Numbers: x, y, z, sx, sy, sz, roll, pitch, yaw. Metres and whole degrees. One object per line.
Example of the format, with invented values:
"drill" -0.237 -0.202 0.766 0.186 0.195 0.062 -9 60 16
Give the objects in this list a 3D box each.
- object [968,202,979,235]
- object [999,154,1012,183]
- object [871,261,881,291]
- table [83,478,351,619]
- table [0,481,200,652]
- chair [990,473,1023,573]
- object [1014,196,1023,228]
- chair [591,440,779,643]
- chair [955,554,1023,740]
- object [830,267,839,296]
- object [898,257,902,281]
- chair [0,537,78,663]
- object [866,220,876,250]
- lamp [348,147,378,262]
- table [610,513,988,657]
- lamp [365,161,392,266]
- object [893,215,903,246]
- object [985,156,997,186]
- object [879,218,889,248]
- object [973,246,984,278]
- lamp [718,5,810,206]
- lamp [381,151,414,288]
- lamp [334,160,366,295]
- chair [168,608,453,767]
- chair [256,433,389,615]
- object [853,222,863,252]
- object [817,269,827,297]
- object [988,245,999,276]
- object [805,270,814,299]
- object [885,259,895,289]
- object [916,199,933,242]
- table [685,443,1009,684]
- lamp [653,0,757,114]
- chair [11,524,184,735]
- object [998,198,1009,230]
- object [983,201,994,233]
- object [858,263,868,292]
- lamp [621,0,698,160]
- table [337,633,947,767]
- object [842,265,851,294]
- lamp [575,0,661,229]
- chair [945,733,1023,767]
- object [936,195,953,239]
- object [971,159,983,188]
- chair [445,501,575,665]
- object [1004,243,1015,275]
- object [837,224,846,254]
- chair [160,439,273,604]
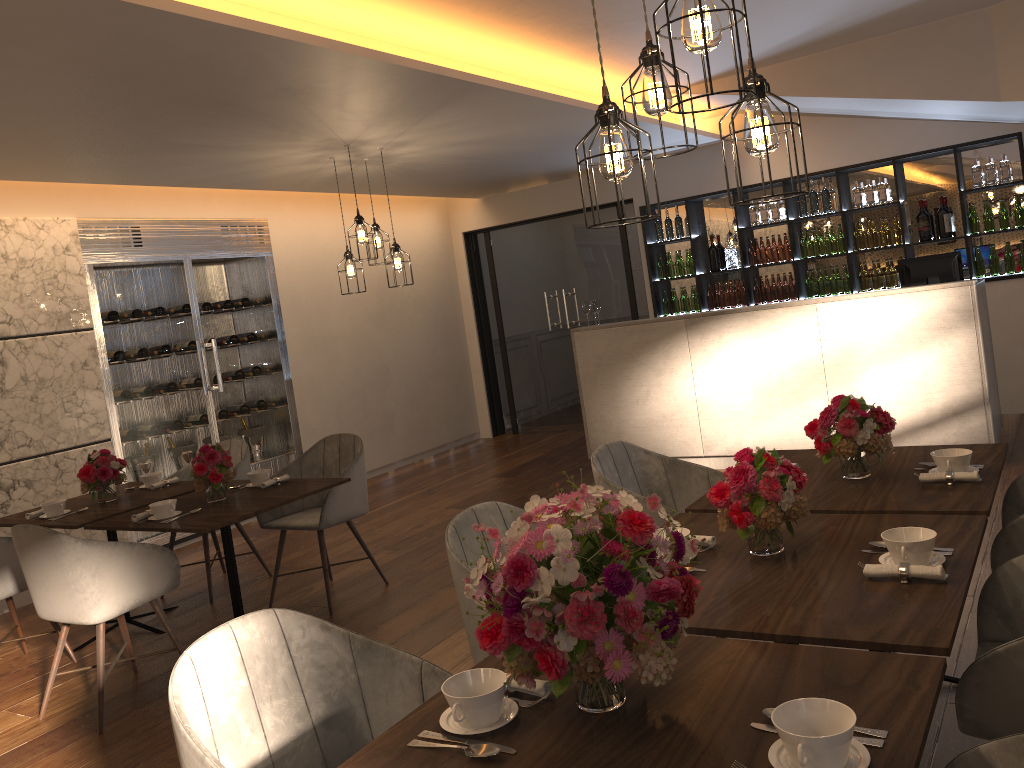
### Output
"object" 3.799 -1.365 7.305 0.065 0.263 0.066 -8 2 12
"object" 3.963 -1.732 7.118 0.070 0.235 0.041 -7 2 33
"object" 3.182 -0.949 7.751 0.065 0.261 0.066 -8 2 12
"table" -1.377 0.931 4.361 0.893 0.719 0.901 -6 5 33
"table" -2.178 0.999 4.880 0.893 0.719 0.901 -6 5 33
"chair" 1.763 0.552 2.710 0.524 0.871 0.568 -6 3 33
"object" 4.076 -1.388 7.126 0.065 0.261 0.066 -8 2 12
"chair" 0.645 0.649 3.413 0.524 0.871 0.568 -6 3 33
"chair" 1.264 0.697 1.920 0.524 0.871 0.568 -6 3 33
"object" 2.886 -0.924 7.943 0.065 0.261 0.066 -8 2 12
"object" 3.366 -0.965 7.632 0.065 0.261 0.066 -8 2 12
"chair" -2.583 1.030 4.355 0.563 0.871 0.529 -6 3 33
"object" 3.130 -1.307 7.739 0.065 0.261 0.066 -8 2 12
"lamp" -1.117 -1.839 5.810 0.174 2.067 0.176 -7 2 34
"table" 0.737 0.815 2.295 0.893 0.719 0.901 -6 5 33
"lamp" -1.106 -1.898 6.432 0.174 2.067 0.176 -7 2 34
"object" 3.315 -1.323 7.620 0.065 0.261 0.066 -8 2 12
"object" 3.879 -1.725 7.172 0.070 0.235 0.041 -7 2 33
"object" 3.222 -1.315 7.679 0.065 0.261 0.066 -8 2 12
"object" 3.851 -1.007 7.317 0.065 0.263 0.066 -8 2 12
"lamp" 0.465 -1.460 2.074 0.174 2.067 0.176 -7 2 34
"lamp" -0.915 -1.699 6.092 0.174 2.067 0.176 -7 2 34
"lamp" -1.253 -1.656 6.162 0.174 2.067 0.176 -7 2 34
"chair" -0.354 0.939 1.835 0.524 0.871 0.568 -6 3 33
"chair" -1.063 0.756 4.943 0.563 0.871 0.529 -6 3 33
"object" 3.038 -1.299 7.799 0.065 0.261 0.066 -8 2 12
"object" 2.794 -0.916 8.003 0.065 0.261 0.066 -8 2 12
"object" 3.944 -1.014 7.258 0.065 0.261 0.066 -8 2 12
"object" 2.702 -0.908 8.063 0.065 0.261 0.066 -8 2 12
"object" 3.274 -0.957 7.691 0.065 0.261 0.066 -8 2 12
"object" 3.477 -1.383 7.482 0.104 0.359 0.104 -8 2 -5
"table" 1.237 0.670 3.085 0.893 0.719 0.901 -6 5 33
"lamp" 0.263 -1.600 1.792 0.174 2.067 0.176 -7 2 34
"chair" -1.782 0.962 3.836 0.563 0.871 0.529 -6 3 33
"object" 3.984 -1.380 7.186 0.065 0.261 0.066 -8 2 12
"object" 3.892 -1.372 7.245 0.065 0.261 0.066 -8 2 12
"object" 3.090 -0.941 7.811 0.065 0.261 0.066 -8 2 12
"lamp" 0.274 -1.659 2.414 0.174 2.067 0.176 -7 2 34
"table" 0.238 0.960 1.506 0.893 0.719 0.901 -6 5 33
"object" 2.978 -0.932 7.883 0.065 0.261 0.066 -8 2 12
"lamp" 0.127 -1.417 2.144 0.174 2.067 0.176 -7 2 34
"chair" 0.764 0.842 1.131 0.524 0.871 0.568 -6 3 33
"object" 3.606 -1.395 7.394 0.104 0.358 0.104 -9 3 -30
"object" 3.795 -1.718 7.226 0.070 0.235 0.041 -7 2 33
"chair" 0.146 0.794 2.624 0.524 0.871 0.568 -6 3 33
"object" 4.036 -1.022 7.198 0.065 0.261 0.066 -8 2 12
"object" 2.926 -1.291 7.871 0.065 0.263 0.066 -8 2 12
"chair" -1.864 0.824 5.462 0.563 0.871 0.529 -6 3 33
